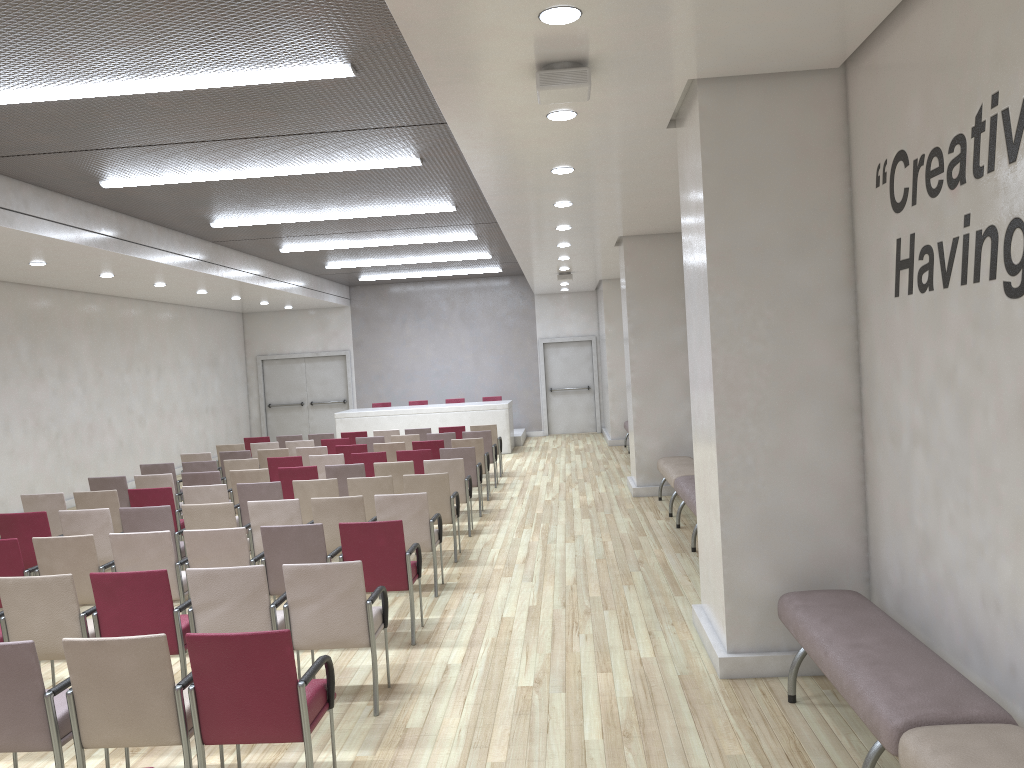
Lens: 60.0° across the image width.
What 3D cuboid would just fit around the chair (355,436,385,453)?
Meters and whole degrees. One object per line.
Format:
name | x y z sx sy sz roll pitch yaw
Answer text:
chair | -2.136 1.244 13.896 0.513 0.890 0.640 -3 2 4

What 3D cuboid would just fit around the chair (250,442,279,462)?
chair | -3.783 1.338 13.999 0.513 0.890 0.640 -3 2 4

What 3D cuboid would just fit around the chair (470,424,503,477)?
chair | -0.431 1.113 15.018 0.513 0.890 0.640 -3 2 4

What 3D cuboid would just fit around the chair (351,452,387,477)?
chair | -1.752 1.291 11.406 0.513 0.890 0.640 -3 2 4

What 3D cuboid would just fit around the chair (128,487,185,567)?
chair | -3.536 1.462 9.057 0.513 0.890 0.640 -3 2 3

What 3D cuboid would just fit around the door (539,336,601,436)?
door | 1.434 0.052 21.953 1.400 2.400 0.200 -3 2 4

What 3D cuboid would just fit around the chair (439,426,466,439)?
chair | -0.962 1.143 15.055 0.513 0.890 0.640 -3 2 3

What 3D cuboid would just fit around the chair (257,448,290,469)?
chair | -3.318 1.346 12.748 0.513 0.890 0.640 -3 2 3

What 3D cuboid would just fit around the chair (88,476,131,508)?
chair | -4.551 1.485 10.363 0.513 0.890 0.640 -3 2 4

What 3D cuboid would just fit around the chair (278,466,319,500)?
chair | -2.364 1.360 10.230 0.513 0.890 0.640 -3 2 3

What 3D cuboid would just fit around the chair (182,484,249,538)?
chair | -2.992 1.431 9.035 0.513 0.890 0.640 -3 2 3

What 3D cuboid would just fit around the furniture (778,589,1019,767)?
furniture | 1.713 1.458 4.208 0.530 0.550 1.833 -3 2 4

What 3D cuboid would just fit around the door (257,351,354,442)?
door | -5.167 0.428 22.364 2.373 2.400 0.200 -3 2 4

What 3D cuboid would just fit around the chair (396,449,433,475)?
chair | -1.185 1.259 11.380 0.513 0.890 0.640 -3 2 3

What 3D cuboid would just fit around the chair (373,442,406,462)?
chair | -1.672 1.252 12.643 0.513 0.890 0.640 -3 2 3

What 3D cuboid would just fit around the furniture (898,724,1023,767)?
furniture | 1.601 1.516 2.354 0.530 0.550 1.833 -3 2 4

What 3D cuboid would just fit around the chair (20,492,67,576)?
chair | -4.633 1.525 9.129 0.513 0.890 0.640 -3 2 4

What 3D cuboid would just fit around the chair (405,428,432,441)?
chair | -1.524 1.175 15.089 0.513 0.890 0.640 -3 2 4

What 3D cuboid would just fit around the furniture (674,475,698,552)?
furniture | 2.008 1.304 9.080 0.530 0.550 1.833 -3 2 4

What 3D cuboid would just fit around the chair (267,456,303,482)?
chair | -2.832 1.353 11.490 0.513 0.890 0.640 -3 2 3

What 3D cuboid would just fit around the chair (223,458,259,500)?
chair | -3.389 1.385 11.515 0.513 0.890 0.640 -3 2 4

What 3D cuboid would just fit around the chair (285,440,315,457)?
chair | -3.239 1.307 13.977 0.513 0.890 0.640 -3 2 3

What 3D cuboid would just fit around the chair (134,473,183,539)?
chair | -4.008 1.455 10.314 0.513 0.890 0.640 -3 2 4

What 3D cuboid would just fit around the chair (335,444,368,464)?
chair | -2.206 1.283 12.666 0.513 0.890 0.640 -3 2 3

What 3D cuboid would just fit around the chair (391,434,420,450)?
chair | -1.596 1.213 13.874 0.513 0.890 0.640 -3 2 3

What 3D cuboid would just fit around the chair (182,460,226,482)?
chair | -3.929 1.415 11.548 0.513 0.890 0.640 -3 2 3

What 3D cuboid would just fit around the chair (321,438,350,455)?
chair | -2.681 1.275 13.945 0.513 0.890 0.640 -3 2 4

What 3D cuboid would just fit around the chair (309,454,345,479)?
chair | -2.293 1.322 11.448 0.513 0.890 0.640 -3 2 3

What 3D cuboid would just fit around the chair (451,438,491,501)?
chair | -0.580 1.190 12.574 0.513 0.890 0.640 -3 2 3

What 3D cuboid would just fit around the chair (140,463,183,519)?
chair | -4.482 1.447 11.589 0.513 0.890 0.640 -3 2 3

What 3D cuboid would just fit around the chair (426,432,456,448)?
chair | -1.039 1.182 13.825 0.513 0.890 0.640 -3 2 4

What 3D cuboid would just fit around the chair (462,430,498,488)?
chair | -0.493 1.151 13.789 0.513 0.890 0.640 -3 2 4

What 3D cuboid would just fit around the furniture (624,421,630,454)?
furniture | 2.526 1.034 17.644 0.530 0.550 1.833 -3 2 4

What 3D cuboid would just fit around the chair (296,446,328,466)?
chair | -2.761 1.314 12.702 0.513 0.890 0.640 -3 2 4

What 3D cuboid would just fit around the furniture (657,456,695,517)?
furniture | 2.120 1.246 10.934 0.530 0.550 1.833 -3 2 4

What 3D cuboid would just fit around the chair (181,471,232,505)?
chair | -3.460 1.423 10.281 0.513 0.890 0.640 -3 2 4

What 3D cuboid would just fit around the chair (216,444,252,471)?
chair | -4.331 1.369 14.043 0.513 0.890 0.640 -3 2 3

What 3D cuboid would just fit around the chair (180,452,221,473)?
chair | -4.413 1.409 12.804 0.513 0.890 0.640 -3 2 4

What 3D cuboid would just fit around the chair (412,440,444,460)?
chair | -1.127 1.221 12.610 0.513 0.890 0.640 -3 2 3

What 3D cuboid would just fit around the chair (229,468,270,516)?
chair | -2.907 1.392 10.244 0.513 0.890 0.640 -3 2 4

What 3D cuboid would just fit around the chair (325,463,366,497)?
chair | -1.826 1.330 10.191 0.513 0.890 0.640 -3 2 3

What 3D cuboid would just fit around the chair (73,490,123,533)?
chair | -4.091 1.494 9.093 0.513 0.890 0.640 -3 2 4

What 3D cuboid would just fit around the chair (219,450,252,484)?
chair | -3.859 1.377 12.771 0.513 0.890 0.640 -3 2 3

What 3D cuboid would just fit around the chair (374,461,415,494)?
chair | -1.277 1.299 10.148 0.513 0.890 0.640 -3 2 3
